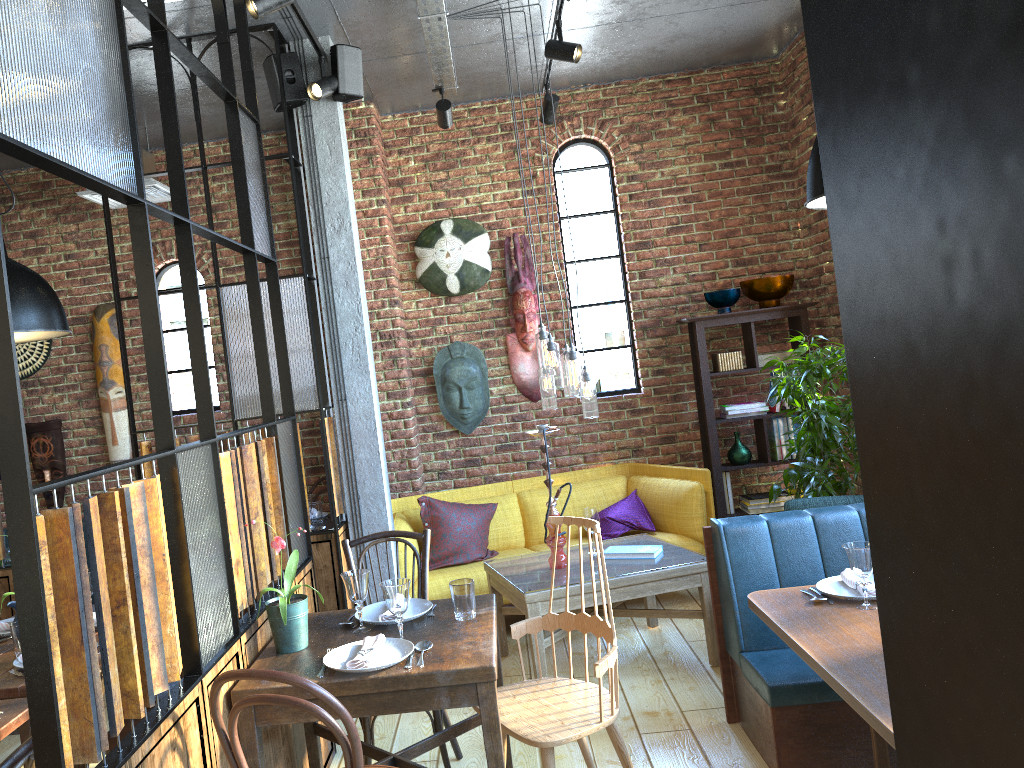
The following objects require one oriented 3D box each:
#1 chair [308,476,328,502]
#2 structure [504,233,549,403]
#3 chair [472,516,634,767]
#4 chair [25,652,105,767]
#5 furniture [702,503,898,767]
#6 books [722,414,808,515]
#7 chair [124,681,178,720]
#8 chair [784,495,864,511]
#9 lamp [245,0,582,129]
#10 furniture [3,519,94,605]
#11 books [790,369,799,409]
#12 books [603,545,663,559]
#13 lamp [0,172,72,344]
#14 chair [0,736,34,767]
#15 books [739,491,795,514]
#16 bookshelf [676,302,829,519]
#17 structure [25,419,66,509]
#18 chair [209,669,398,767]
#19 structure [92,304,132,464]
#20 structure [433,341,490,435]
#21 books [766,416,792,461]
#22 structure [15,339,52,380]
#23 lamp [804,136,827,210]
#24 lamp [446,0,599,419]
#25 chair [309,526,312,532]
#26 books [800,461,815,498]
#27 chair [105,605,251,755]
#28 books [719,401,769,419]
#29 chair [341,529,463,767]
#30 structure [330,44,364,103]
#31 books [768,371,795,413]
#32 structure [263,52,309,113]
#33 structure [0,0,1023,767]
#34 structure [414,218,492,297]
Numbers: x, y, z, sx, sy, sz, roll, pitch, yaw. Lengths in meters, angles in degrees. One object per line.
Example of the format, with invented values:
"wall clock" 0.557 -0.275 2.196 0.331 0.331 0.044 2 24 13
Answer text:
"chair" -1.231 1.089 5.766 0.453 0.921 0.531 -7 0 23
"structure" 0.091 -0.440 5.950 0.216 1.146 0.237 -7 -1 -43
"chair" 0.134 0.966 2.841 0.435 1.006 0.555 -7 0 -27
"chair" -1.300 1.198 2.312 0.528 0.915 0.400 -7 0 7
"furniture" 1.517 0.898 2.193 1.371 0.822 2.603 -7 1 0
"books" 1.610 0.509 5.640 0.589 0.575 0.190 -7 0 2
"chair" -1.320 1.167 3.482 0.512 0.915 0.413 -7 0 -13
"chair" 1.559 0.702 4.006 1.070 1.098 0.778 -7 0 26
"lamp" -2.748 -1.232 2.487 6.294 0.274 7.198 -7 2 1
"furniture" -3.316 1.409 5.456 1.450 0.822 1.485 -7 1 2
"books" 1.812 0.036 5.628 0.080 0.258 0.177 -7 0 0
"books" 0.598 0.838 4.398 0.283 0.028 0.155 -6 2 26
"lamp" -2.002 -0.820 3.286 0.541 1.326 0.517 -7 0 14
"chair" -1.162 1.194 1.852 0.528 0.915 0.400 -7 0 7
"books" 1.626 0.751 5.614 0.305 0.088 0.243 -7 1 4
"bookshelf" 1.595 0.362 5.634 0.821 1.668 0.315 -7 0 4
"structure" -3.240 0.585 6.149 0.262 0.655 0.159 -7 0 3
"chair" -0.458 1.094 2.260 0.453 0.921 0.531 -7 0 23
"structure" -2.786 -0.006 6.121 0.233 1.120 0.093 -7 0 4
"structure" -0.335 0.027 5.928 0.370 0.640 0.103 -7 0 5
"books" 1.703 0.345 5.634 0.086 0.273 0.172 -7 0 0
"structure" -3.558 -0.322 6.195 0.664 0.619 0.079 -7 0 2
"lamp" 0.950 -1.160 2.253 0.545 1.326 0.513 -7 0 19
"lamp" 0.042 -0.853 4.486 0.522 2.120 0.278 -7 0 27
"chair" -1.176 1.079 4.600 0.527 1.006 0.458 -7 0 -11
"books" 1.885 0.627 5.625 0.085 0.273 0.189 -7 0 0
"chair" -1.124 1.156 3.008 0.566 0.921 0.425 -7 0 19
"books" 1.485 0.165 5.643 0.270 0.080 0.177 -7 1 3
"chair" -0.434 1.059 3.351 0.403 0.915 0.524 -7 0 -4
"structure" -0.854 -1.567 4.452 0.193 0.268 0.158 -7 0 42
"books" 1.710 0.048 5.645 0.125 0.258 0.162 -7 0 1
"structure" -1.155 -1.531 4.477 0.178 0.268 0.171 -7 0 -25
"structure" -2.973 0.203 2.218 5.910 3.326 5.970 -7 1 -15
"structure" -0.400 -0.853 5.934 0.534 0.521 0.146 -7 0 4
